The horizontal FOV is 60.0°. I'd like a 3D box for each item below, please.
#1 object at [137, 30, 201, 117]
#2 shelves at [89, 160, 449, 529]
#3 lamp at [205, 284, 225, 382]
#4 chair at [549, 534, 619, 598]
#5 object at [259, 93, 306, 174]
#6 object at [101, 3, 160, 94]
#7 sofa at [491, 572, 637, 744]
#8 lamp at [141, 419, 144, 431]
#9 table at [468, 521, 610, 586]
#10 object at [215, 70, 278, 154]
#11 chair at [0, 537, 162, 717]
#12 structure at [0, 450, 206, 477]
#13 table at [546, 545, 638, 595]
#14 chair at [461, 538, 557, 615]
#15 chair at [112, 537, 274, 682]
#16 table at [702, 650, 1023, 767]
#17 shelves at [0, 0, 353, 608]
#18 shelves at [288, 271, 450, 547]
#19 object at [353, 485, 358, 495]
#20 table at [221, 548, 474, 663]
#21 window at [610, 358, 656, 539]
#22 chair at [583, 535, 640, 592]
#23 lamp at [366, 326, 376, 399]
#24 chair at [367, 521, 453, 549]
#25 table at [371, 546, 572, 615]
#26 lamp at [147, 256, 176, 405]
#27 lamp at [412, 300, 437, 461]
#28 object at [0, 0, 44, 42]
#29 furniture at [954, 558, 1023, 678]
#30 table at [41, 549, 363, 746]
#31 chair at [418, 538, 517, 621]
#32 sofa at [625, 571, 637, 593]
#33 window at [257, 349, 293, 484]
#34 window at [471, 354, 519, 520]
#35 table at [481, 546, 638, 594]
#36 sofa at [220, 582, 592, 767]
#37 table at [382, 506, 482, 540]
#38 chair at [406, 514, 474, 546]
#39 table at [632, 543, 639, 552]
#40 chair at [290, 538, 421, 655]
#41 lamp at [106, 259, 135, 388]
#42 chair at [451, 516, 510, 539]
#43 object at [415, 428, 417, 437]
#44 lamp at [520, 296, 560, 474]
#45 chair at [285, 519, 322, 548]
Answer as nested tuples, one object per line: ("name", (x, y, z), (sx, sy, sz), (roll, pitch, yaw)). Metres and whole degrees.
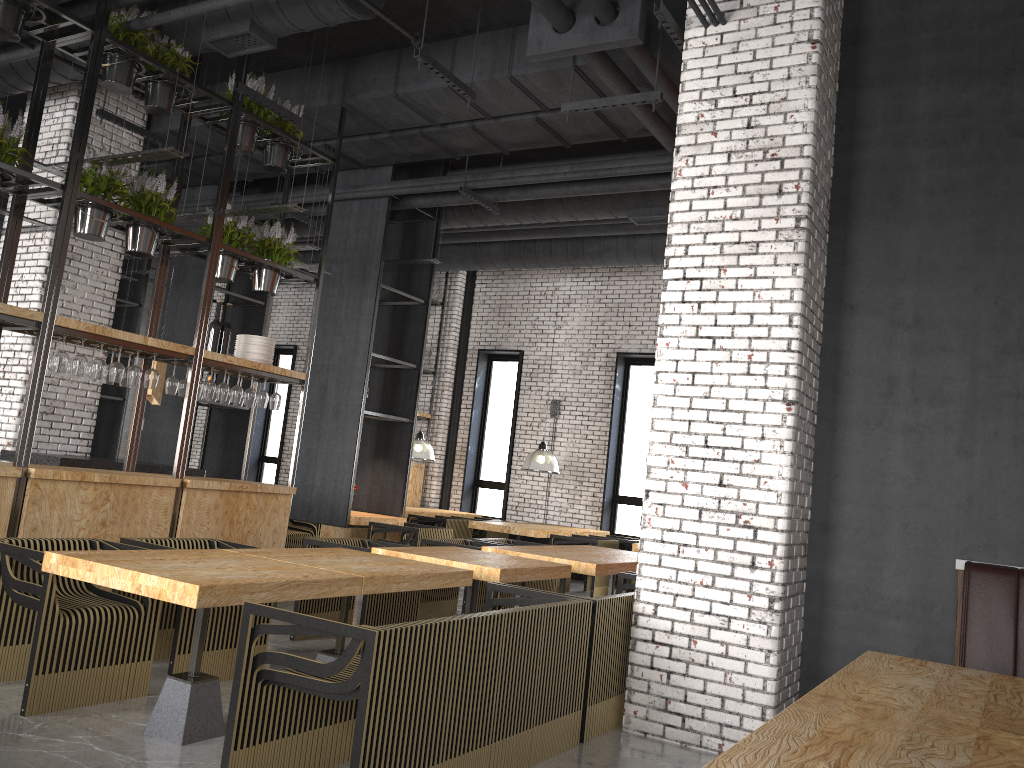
("object", (-2.688, -2.370, 6.848), (0.467, 0.560, 0.415), (3, -8, 25))
("shelves", (-3.834, -0.703, 11.430), (6.149, 4.378, 1.000), (2, -8, 30))
("lamp", (-3.795, -0.732, 11.439), (0.108, 1.603, 0.108), (8, -8, -13))
("chair", (0.855, 2.240, 10.833), (0.639, 0.732, 0.655), (2, -8, 29))
("object", (-2.082, -2.183, 7.918), (0.415, 0.560, 0.467), (11, -9, -35))
("object", (-2.839, -2.427, 6.486), (0.415, 0.560, 0.467), (12, -9, -40))
("sofa", (0.575, 1.617, 5.532), (0.640, 0.732, 1.800), (2, -8, 30))
("lamp", (-6.205, -0.342, 15.768), (0.536, 2.412, 0.535), (9, -8, -17))
("table", (0.373, 2.267, 11.700), (1.000, 0.765, 2.110), (2, -8, 30))
("object", (-2.245, -2.248, 7.504), (0.416, 0.560, 0.466), (6, -7, 4))
("chair", (-2.265, 1.186, 4.483), (0.638, 0.732, 0.655), (2, -8, 31))
("structure", (-6.601, 0.750, 8.304), (5.878, 1.537, 4.298), (3, -7, 30))
("table", (0.891, 1.915, 8.042), (1.000, 0.765, 0.994), (2, -8, 30))
("chair", (-0.002, 1.878, 8.440), (0.638, 0.732, 0.655), (2, -8, 30))
("chair", (-1.870, 1.309, 5.194), (0.638, 0.732, 0.655), (2, -8, 33))
("table", (0.850, 1.193, 1.619), (1.000, 0.765, 4.124), (2, -8, 30))
("shelves", (-2.875, -0.838, 6.463), (0.690, 5.032, 3.649), (2, -8, 30))
("shelves", (-2.104, 0.010, 13.288), (0.690, 5.032, 2.326), (2, -8, 30))
("object", (-1.814, 1.255, 9.910), (0.156, 0.356, 0.170), (8, -7, -11))
("table", (-0.941, 1.363, 4.912), (1.000, 0.765, 0.994), (2, -8, 30))
("window", (1.851, 0.939, 12.871), (0.749, 2.706, 0.364), (2, -9, 30))
("chair", (1.396, 2.398, 11.706), (0.639, 0.732, 0.655), (3, -8, 28))
("lamp", (-1.581, -0.632, 10.143), (0.108, 1.603, 0.108), (6, -7, 3))
("chair", (-1.104, 1.859, 9.358), (0.639, 0.732, 0.655), (2, -8, 29))
("table", (-0.297, 1.558, 6.024), (1.000, 0.765, 0.994), (2, -8, 30))
("lamp", (-3.503, -0.562, 8.910), (0.127, 1.551, 0.127), (2, -9, 30))
("lamp", (-1.240, -0.103, 12.986), (0.536, 2.412, 0.536), (9, -8, -23))
("object", (-3.286, -2.553, 5.799), (0.467, 0.560, 0.415), (5, -7, 9))
("furniture", (1.471, 1.027, 1.275), (1.918, 1.153, 6.744), (2, -7, 30))
("table", (-1.437, 1.212, 4.056), (1.000, 0.765, 0.994), (2, -8, 30))
("chair", (-0.392, 1.757, 7.738), (0.638, 0.732, 0.655), (2, -8, 31))
("sofa", (1.545, 1.912, 7.206), (0.640, 0.732, 1.800), (2, -8, 30))
("window", (-4.360, 0.657, 16.508), (0.749, 2.706, 0.364), (2, -9, 30))
("window", (-0.237, 0.844, 14.093), (0.749, 2.706, 0.364), (2, -9, 30))
("table", (0.395, 1.765, 7.187), (1.000, 0.765, 0.994), (2, -8, 30))
("sofa", (-0.342, 1.339, 3.948), (0.640, 0.732, 1.800), (2, -8, 30))
("table", (-1.449, 2.184, 12.767), (1.000, 0.765, 2.110), (2, -8, 30))
("chair", (-0.999, 2.158, 11.930), (0.638, 0.732, 0.655), (2, -8, 31))
("table", (2.270, 2.353, 10.589), (1.000, 0.765, 2.110), (2, -8, 30))
("chair", (-1.118, 1.539, 6.512), (0.638, 0.732, 0.655), (2, -8, 29))
("lamp", (-4.056, -0.663, 9.249), (0.127, 1.398, 0.127), (2, -9, 30))
("chair", (-0.502, 2.313, 12.828), (0.639, 0.732, 0.655), (2, -8, 29))
("object", (-1.538, 0.689, 13.951), (0.101, 0.268, 0.101), (10, -8, -28))
("lamp", (0.507, -0.024, 11.963), (0.536, 2.412, 0.536), (9, -8, -23))
("chair", (-2.679, 1.783, 10.245), (0.638, 0.732, 0.655), (2, -8, 33))
